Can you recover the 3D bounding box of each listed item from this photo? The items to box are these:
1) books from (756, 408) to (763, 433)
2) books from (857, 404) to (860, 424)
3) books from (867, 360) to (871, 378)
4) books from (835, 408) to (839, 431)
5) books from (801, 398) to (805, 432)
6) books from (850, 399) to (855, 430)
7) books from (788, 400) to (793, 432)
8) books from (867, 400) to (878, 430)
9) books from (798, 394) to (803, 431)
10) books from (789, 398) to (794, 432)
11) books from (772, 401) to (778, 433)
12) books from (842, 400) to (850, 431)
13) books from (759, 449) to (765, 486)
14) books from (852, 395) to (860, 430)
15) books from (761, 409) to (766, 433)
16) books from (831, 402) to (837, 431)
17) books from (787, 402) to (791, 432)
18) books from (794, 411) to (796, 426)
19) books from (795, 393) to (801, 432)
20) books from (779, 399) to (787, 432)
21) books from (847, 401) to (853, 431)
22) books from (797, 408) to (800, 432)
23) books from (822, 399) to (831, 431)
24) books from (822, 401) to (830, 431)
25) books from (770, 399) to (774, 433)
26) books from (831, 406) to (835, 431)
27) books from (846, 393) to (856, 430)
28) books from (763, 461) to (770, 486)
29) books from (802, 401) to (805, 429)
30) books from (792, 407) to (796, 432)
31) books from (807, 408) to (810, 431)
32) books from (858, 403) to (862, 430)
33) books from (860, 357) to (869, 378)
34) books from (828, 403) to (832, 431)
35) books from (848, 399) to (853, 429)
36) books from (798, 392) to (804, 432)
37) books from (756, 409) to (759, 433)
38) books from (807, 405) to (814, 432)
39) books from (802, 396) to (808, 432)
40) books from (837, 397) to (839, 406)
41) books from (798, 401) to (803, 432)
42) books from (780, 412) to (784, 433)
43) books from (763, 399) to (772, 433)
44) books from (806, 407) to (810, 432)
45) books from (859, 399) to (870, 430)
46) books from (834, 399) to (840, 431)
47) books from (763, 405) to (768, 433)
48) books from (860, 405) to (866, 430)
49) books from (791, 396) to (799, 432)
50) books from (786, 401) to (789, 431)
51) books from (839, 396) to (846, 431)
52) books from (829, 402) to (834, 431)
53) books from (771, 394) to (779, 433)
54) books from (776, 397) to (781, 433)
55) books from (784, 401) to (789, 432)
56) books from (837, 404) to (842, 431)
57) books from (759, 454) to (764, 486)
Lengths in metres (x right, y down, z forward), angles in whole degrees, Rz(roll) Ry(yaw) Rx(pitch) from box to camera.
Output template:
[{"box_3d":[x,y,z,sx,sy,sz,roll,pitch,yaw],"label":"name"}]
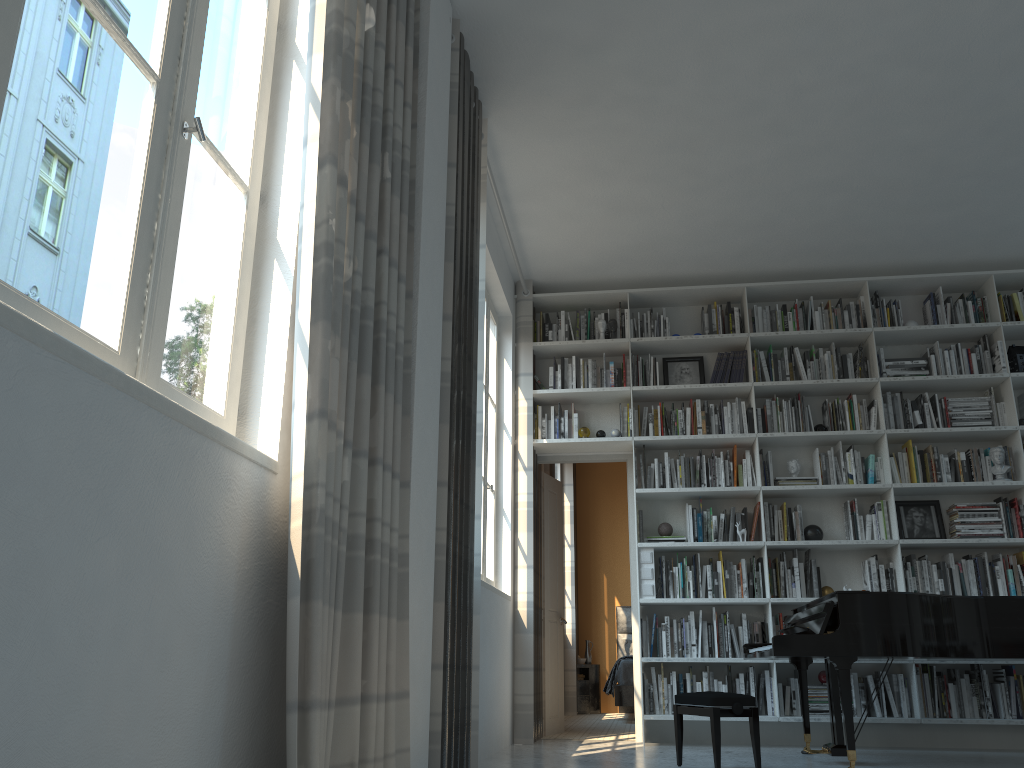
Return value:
[{"box_3d":[1.753,0.298,6.305,0.029,0.224,0.137,-2,-18,8],"label":"books"},{"box_3d":[2.407,0.253,6.205,0.010,0.256,0.140,-2,-18,8],"label":"books"},{"box_3d":[2.528,-0.063,6.311,0.019,0.193,0.098,-2,-18,8],"label":"books"},{"box_3d":[2.264,0.285,6.218,0.011,0.199,0.163,-2,-18,8],"label":"books"},{"box_3d":[2.041,0.245,6.266,0.005,0.304,0.163,-2,-18,8],"label":"books"},{"box_3d":[2.369,0.254,6.204,0.006,0.252,0.181,-2,-18,8],"label":"books"},{"box_3d":[1.953,0.264,6.254,0.009,0.260,0.181,-2,-18,8],"label":"books"},{"box_3d":[2.497,0.251,6.163,0.064,0.236,0.209,-2,-18,8],"label":"books"},{"box_3d":[2.032,0.242,6.273,0.005,0.315,0.157,-2,-18,8],"label":"books"},{"box_3d":[1.963,0.257,6.261,0.011,0.278,0.169,-2,-18,8],"label":"books"},{"box_3d":[1.848,0.269,6.274,0.024,0.261,0.178,-2,-18,8],"label":"books"},{"box_3d":[2.326,0.254,6.192,0.013,0.243,0.189,-2,-18,8],"label":"books"},{"box_3d":[1.751,0.615,6.210,0.011,0.297,0.136,-2,-18,8],"label":"books"},{"box_3d":[2.390,0.238,6.204,0.022,0.283,0.190,-2,-18,8],"label":"books"},{"box_3d":[1.779,0.299,6.299,0.024,0.218,0.140,-2,-18,8],"label":"books"},{"box_3d":[2.244,0.262,6.204,0.005,0.235,0.179,-2,-18,8],"label":"books"},{"box_3d":[1.945,0.272,6.269,0.011,0.255,0.152,-2,-18,8],"label":"books"},{"box_3d":[1.987,0.286,6.267,0.011,0.225,0.130,-2,-18,8],"label":"books"},{"box_3d":[2.017,0.238,6.270,0.004,0.319,0.153,-2,-18,8],"label":"books"},{"box_3d":[1.910,0.261,6.251,0.009,0.262,0.190,-2,-18,8],"label":"books"},{"box_3d":[2.354,0.256,6.212,0.017,0.252,0.140,-2,-18,8],"label":"books"},{"box_3d":[2.010,0.292,6.268,0.012,0.216,0.133,-2,-18,8],"label":"books"},{"box_3d":[2.218,0.255,6.249,0.012,0.275,0.129,-2,-18,8],"label":"books"},{"box_3d":[2.209,0.264,6.240,0.005,0.253,0.161,-2,-18,8],"label":"books"},{"box_3d":[1.831,0.263,6.278,0.012,0.275,0.157,-2,-18,8],"label":"books"},{"box_3d":[2.238,0.280,6.227,0.013,0.215,0.150,-2,-18,8],"label":"books"},{"box_3d":[2.375,0.230,6.213,0.006,0.302,0.166,-2,-18,8],"label":"books"},{"box_3d":[1.772,0.653,6.183,0.034,0.209,0.137,-2,-18,8],"label":"books"},{"box_3d":[2.045,0.254,6.260,0.004,0.283,0.167,-2,-18,8],"label":"books"},{"box_3d":[1.973,0.287,6.242,0.011,0.208,0.181,-2,-18,8],"label":"books"},{"box_3d":[2.081,0.291,6.251,0.004,0.209,0.132,-2,-18,8],"label":"books"},{"box_3d":[2.418,0.267,6.203,0.011,0.229,0.166,-2,-18,8],"label":"books"},{"box_3d":[2.504,-0.072,6.310,0.028,0.211,0.135,-2,-18,8],"label":"books"},{"box_3d":[2.226,0.271,6.239,0.005,0.238,0.146,-2,-18,8],"label":"books"},{"box_3d":[2.364,0.250,6.212,0.004,0.264,0.142,-2,-18,8],"label":"books"},{"box_3d":[2.036,0.234,6.272,0.005,0.330,0.162,-2,-18,8],"label":"books"},{"box_3d":[1.728,0.299,6.282,0.015,0.207,0.186,-2,-18,8],"label":"books"},{"box_3d":[2.096,0.277,6.245,0.031,0.231,0.148,-2,-18,8],"label":"books"},{"box_3d":[2.050,0.247,6.242,0.011,0.286,0.189,-2,-18,8],"label":"books"},{"box_3d":[2.288,0.248,6.224,0.005,0.274,0.157,-2,-18,8],"label":"books"},{"box_3d":[2.022,0.264,6.254,0.010,0.261,0.158,-2,-18,8],"label":"books"},{"box_3d":[1.896,0.306,6.265,0.029,0.186,0.149,-2,-18,8],"label":"books"},{"box_3d":[1.813,0.263,6.284,0.026,0.278,0.151,-2,-18,8],"label":"books"},{"box_3d":[2.073,0.288,6.255,0.012,0.217,0.151,-2,-18,8],"label":"books"},{"box_3d":[2.457,0.250,6.193,0.022,0.256,0.155,-2,-18,8],"label":"books"},{"box_3d":[2.276,0.256,6.235,0.009,0.266,0.150,-2,-18,8],"label":"books"},{"box_3d":[1.795,0.285,6.287,0.012,0.239,0.134,-2,-18,8],"label":"books"},{"box_3d":[2.435,0.273,6.199,0.024,0.215,0.142,-2,-18,8],"label":"books"},{"box_3d":[1.996,0.249,6.256,0.011,0.290,0.177,-2,-18,8],"label":"books"},{"box_3d":[1.935,0.269,6.272,0.010,0.261,0.170,-2,-18,8],"label":"books"},{"box_3d":[2.308,0.245,6.234,0.033,0.286,0.155,-2,-18,8],"label":"books"},{"box_3d":[2.227,0.263,6.216,0.005,0.239,0.174,-2,-18,8],"label":"books"},{"box_3d":[1.867,0.246,6.292,0.011,0.316,0.155,-2,-18,8],"label":"books"},{"box_3d":[1.874,0.255,6.266,0.010,0.282,0.184,-2,-18,8],"label":"books"},{"box_3d":[1.921,0.267,6.249,0.012,0.250,0.184,-2,-18,8],"label":"books"},{"box_3d":[2.279,0.270,6.196,0.006,0.215,0.181,-2,-18,8],"label":"books"},{"box_3d":[1.732,0.629,6.189,0.024,0.256,0.134,-2,-18,8],"label":"books"}]
